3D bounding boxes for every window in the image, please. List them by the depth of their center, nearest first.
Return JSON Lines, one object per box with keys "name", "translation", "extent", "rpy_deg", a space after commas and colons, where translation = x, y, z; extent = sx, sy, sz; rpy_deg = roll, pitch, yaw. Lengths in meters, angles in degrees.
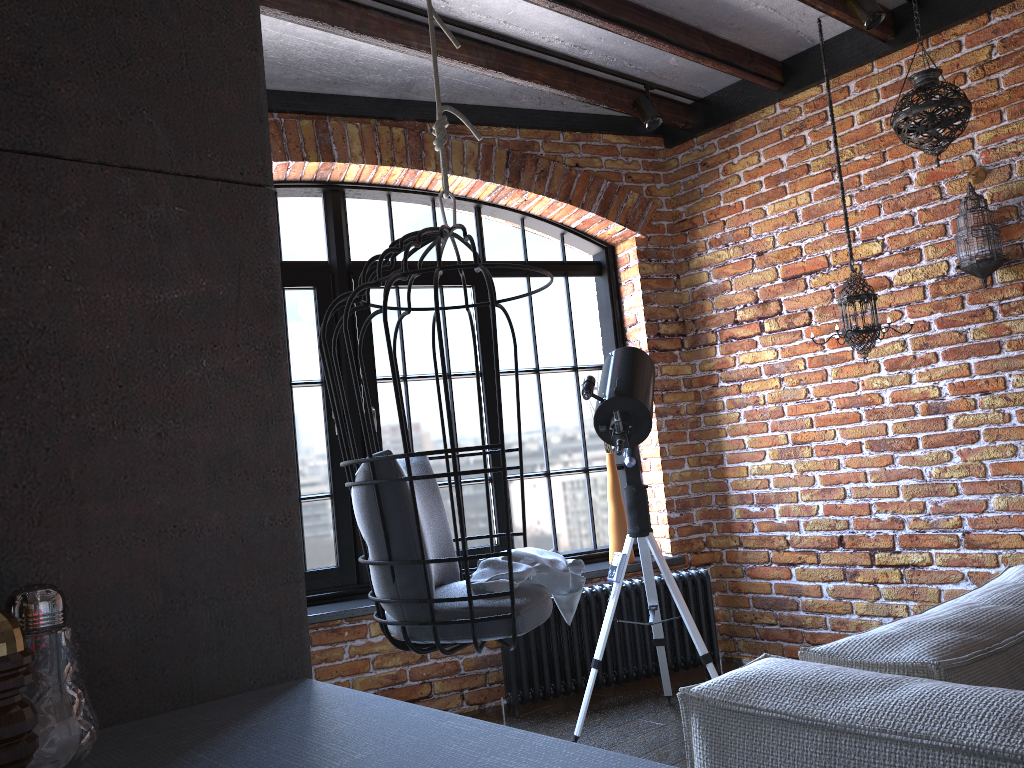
{"name": "window", "translation": [-0.751, 0.004, 4.093], "extent": [3.292, 2.232, 0.177], "rpy_deg": [-3, -5, -23]}

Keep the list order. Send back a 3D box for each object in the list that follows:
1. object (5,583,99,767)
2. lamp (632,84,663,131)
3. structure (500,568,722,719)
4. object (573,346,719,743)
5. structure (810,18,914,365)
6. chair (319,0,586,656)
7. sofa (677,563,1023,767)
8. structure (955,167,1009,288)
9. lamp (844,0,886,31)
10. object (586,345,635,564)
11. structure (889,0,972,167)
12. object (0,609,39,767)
{"name": "object", "translation": [-0.350, 0.216, 0.657], "extent": [0.069, 0.135, 0.069], "rpy_deg": [-9, -6, 29]}
{"name": "lamp", "translation": [0.620, -1.271, 4.086], "extent": [0.134, 0.208, 0.093], "rpy_deg": [-8, -6, 25]}
{"name": "structure", "translation": [0.449, 1.123, 3.921], "extent": [1.115, 0.476, 0.106], "rpy_deg": [-3, -6, -23]}
{"name": "object", "translation": [0.420, 0.567, 3.358], "extent": [0.570, 1.470, 0.617], "rpy_deg": [-4, -5, -15]}
{"name": "structure", "translation": [1.329, -0.788, 3.569], "extent": [0.389, 1.436, 0.339], "rpy_deg": [-1, -7, -40]}
{"name": "chair", "translation": [-0.225, -0.330, 2.579], "extent": [0.682, 2.219, 0.802], "rpy_deg": [-6, -5, 4]}
{"name": "sofa", "translation": [2.259, 0.572, 0.984], "extent": [2.536, 0.697, 3.303], "rpy_deg": [-1, -7, -41]}
{"name": "structure", "translation": [1.763, -0.601, 3.369], "extent": [0.169, 0.482, 0.169], "rpy_deg": [-1, -7, -41]}
{"name": "lamp", "translation": [1.305, -1.415, 3.287], "extent": [0.134, 0.208, 0.090], "rpy_deg": [-7, -5, 16]}
{"name": "object", "translation": [0.540, 0.331, 4.284], "extent": [0.270, 1.053, 0.299], "rpy_deg": [-4, -5, -20]}
{"name": "structure", "translation": [1.508, -1.173, 3.244], "extent": [0.265, 0.778, 0.273], "rpy_deg": [-6, -5, -2]}
{"name": "object", "translation": [-0.349, 0.182, 0.598], "extent": [0.058, 0.192, 0.081], "rpy_deg": [-6, -5, 0]}
